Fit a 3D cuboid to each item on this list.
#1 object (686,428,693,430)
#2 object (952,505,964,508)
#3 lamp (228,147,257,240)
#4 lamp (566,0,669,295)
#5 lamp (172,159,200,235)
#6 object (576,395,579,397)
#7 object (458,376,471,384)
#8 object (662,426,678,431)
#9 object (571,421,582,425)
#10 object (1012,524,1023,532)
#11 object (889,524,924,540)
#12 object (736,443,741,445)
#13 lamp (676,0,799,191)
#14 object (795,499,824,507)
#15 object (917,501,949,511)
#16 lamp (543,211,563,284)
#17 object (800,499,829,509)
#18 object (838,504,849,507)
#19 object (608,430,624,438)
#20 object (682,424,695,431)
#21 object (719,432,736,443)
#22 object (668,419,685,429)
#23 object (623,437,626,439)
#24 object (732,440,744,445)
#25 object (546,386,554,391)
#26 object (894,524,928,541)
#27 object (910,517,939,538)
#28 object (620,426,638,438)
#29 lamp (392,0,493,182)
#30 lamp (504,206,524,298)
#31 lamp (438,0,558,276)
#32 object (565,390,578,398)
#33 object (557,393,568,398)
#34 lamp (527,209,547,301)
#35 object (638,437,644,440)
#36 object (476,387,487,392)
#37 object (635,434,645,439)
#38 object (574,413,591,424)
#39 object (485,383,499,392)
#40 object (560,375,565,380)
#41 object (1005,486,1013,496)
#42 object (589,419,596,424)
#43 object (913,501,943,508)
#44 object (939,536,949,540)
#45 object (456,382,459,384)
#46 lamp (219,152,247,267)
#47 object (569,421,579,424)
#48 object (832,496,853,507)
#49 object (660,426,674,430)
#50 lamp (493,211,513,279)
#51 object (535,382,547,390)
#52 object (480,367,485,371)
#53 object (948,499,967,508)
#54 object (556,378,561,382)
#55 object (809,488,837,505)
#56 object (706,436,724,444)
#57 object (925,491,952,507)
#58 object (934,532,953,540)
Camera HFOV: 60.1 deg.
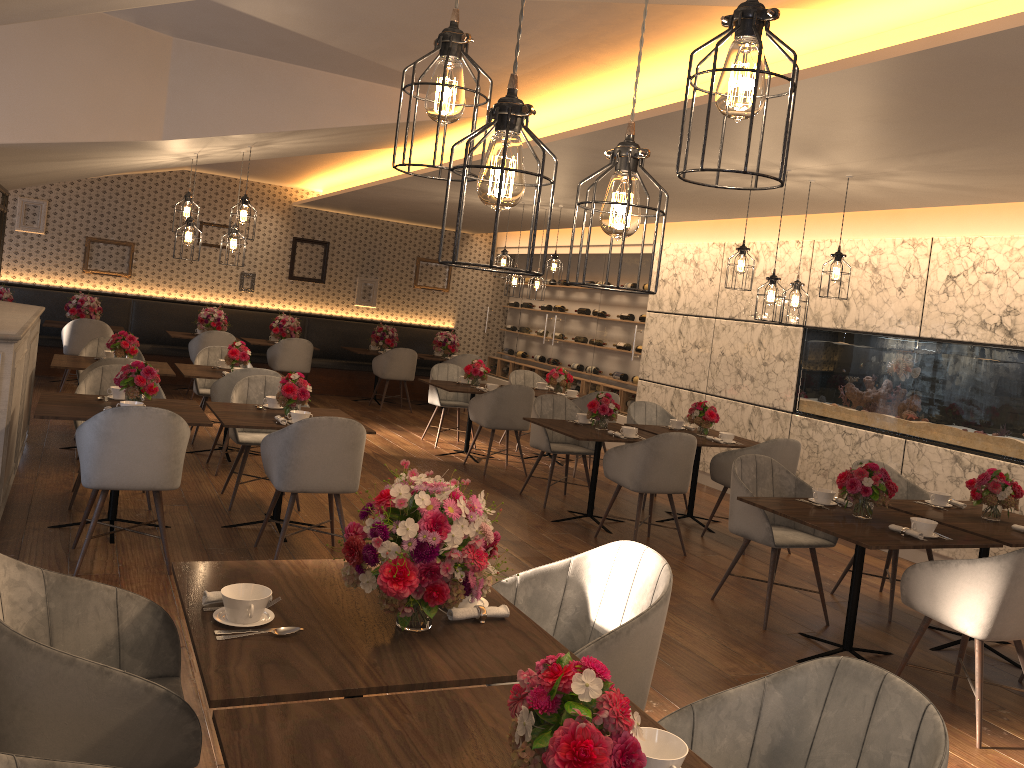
[{"bbox_3d":[1.471,0.374,7.541,0.025,0.024,0.193,5,5,-26],"label":"object"},{"bbox_3d":[2.581,0.707,5.227,0.025,0.024,0.193,5,5,-26],"label":"object"},{"bbox_3d":[-1.777,-2.045,6.177,0.174,2.067,0.176,6,2,-25],"label":"lamp"},{"bbox_3d":[0.324,-1.216,1.756,0.174,2.067,0.176,6,2,-25],"label":"lamp"},{"bbox_3d":[-2.296,-2.137,6.512,0.174,2.067,0.176,6,2,-25],"label":"lamp"},{"bbox_3d":[0.713,0.137,9.279,0.043,0.015,0.198,4,6,-30],"label":"object"},{"bbox_3d":[-0.493,-0.042,9.341,0.149,0.072,0.148,11,6,41],"label":"object"},{"bbox_3d":[1.336,0.375,7.457,0.022,0.004,0.212,5,5,-26],"label":"object"},{"bbox_3d":[0.514,0.311,7.056,0.022,0.004,0.212,5,5,-26],"label":"object"},{"bbox_3d":[2.699,0.767,4.619,0.056,0.039,0.176,5,5,-26],"label":"object"},{"bbox_3d":[1.878,0.702,4.218,0.056,0.039,0.176,5,5,-26],"label":"object"},{"bbox_3d":[1.747,0.461,7.041,0.022,0.004,0.212,5,5,-26],"label":"object"},{"bbox_3d":[0.488,-1.365,1.456,0.174,2.067,0.176,6,2,-25],"label":"lamp"},{"bbox_3d":[1.590,0.635,4.732,0.043,0.015,0.198,4,6,-30],"label":"object"},{"bbox_3d":[2.446,0.709,5.144,0.022,0.004,0.212,5,5,-26],"label":"object"},{"bbox_3d":[0.534,-2.063,9.025,0.174,2.067,0.176,6,2,-25],"label":"lamp"},{"bbox_3d":[1.624,0.644,4.742,0.022,0.004,0.212,5,5,-26],"label":"object"},{"bbox_3d":[1.759,0.643,4.825,0.025,0.024,0.193,5,5,-26],"label":"object"},{"bbox_3d":[0.768,0.369,6.531,0.056,0.039,0.176,5,5,-26],"label":"object"},{"bbox_3d":[1.498,0.368,7.565,0.056,0.039,0.176,5,5,-26],"label":"object"},{"bbox_3d":[1.693,0.425,6.983,0.149,0.072,0.148,11,6,41],"label":"object"},{"bbox_3d":[1.398,0.343,7.514,0.149,0.072,0.148,11,6,41],"label":"object"},{"bbox_3d":[0.793,0.377,6.555,0.025,0.024,0.193,5,5,-26],"label":"object"},{"bbox_3d":[1.782,0.458,7.050,0.043,0.015,0.198,4,6,-30],"label":"object"},{"bbox_3d":[0.429,0.047,9.793,0.056,0.039,0.176,5,5,-26],"label":"object"},{"bbox_3d":[1.903,0.711,4.241,0.025,0.024,0.193,5,5,-26],"label":"object"},{"bbox_3d":[1.981,0.694,4.267,0.148,0.072,0.148,8,4,16],"label":"object"},{"bbox_3d":[0.871,0.360,6.581,0.149,0.072,0.148,11,6,41],"label":"object"},{"bbox_3d":[-0.031,-1.457,1.791,0.174,2.067,0.176,6,2,-25],"label":"lamp"},{"bbox_3d":[0.133,-1.920,9.070,0.174,2.067,0.176,6,2,-25],"label":"lamp"},{"bbox_3d":[0.087,-1.222,1.501,0.174,2.067,0.176,6,2,-25],"label":"lamp"},{"bbox_3d":[0.624,0.103,9.211,0.149,0.072,0.148,11,6,41],"label":"object"},{"bbox_3d":[0.520,0.112,9.162,0.056,0.039,0.176,5,5,-26],"label":"object"},{"bbox_3d":[0.369,-1.914,9.326,0.174,2.067,0.176,6,2,-25],"label":"lamp"},{"bbox_3d":[0.926,0.397,6.639,0.022,0.004,0.212,5,5,-26],"label":"object"},{"bbox_3d":[-0.302,0.048,8.760,0.056,0.039,0.176,5,5,-26],"label":"object"},{"bbox_3d":[0.961,0.394,6.648,0.043,0.015,0.198,4,6,-30],"label":"object"},{"bbox_3d":[0.577,0.279,7.112,0.149,0.072,0.148,11,6,41],"label":"object"},{"bbox_3d":[-0.198,0.039,8.809,0.149,0.072,0.148,11,6,41],"label":"object"},{"bbox_3d":[0.519,-0.072,9.399,0.077,0.052,0.048,10,5,43],"label":"object"},{"bbox_3d":[2.698,0.581,4.857,0.077,0.052,0.048,10,5,43],"label":"object"},{"bbox_3d":[0.676,0.304,7.163,0.056,0.039,0.176,5,5,-26],"label":"object"},{"bbox_3d":[2.412,0.700,5.134,0.043,0.015,0.198,4,6,-30],"label":"object"},{"bbox_3d":[2.036,0.730,4.326,0.022,0.004,0.212,5,5,-26],"label":"object"},{"bbox_3d":[-0.589,-0.019,9.275,0.043,0.015,0.198,4,6,-30],"label":"object"},{"bbox_3d":[-1.941,-1.896,6.478,0.174,2.067,0.176,6,2,-25],"label":"lamp"},{"bbox_3d":[0.480,0.302,7.046,0.043,0.015,0.198,4,6,-30],"label":"object"},{"bbox_3d":[1.786,0.637,4.849,0.056,0.039,0.176,5,5,-26],"label":"object"},{"bbox_3d":[1.309,0.367,7.451,0.043,0.015,0.198,5,5,-22],"label":"object"},{"bbox_3d":[0.014,-2.154,9.360,0.174,2.067,0.176,6,2,-25],"label":"lamp"},{"bbox_3d":[0.329,0.022,9.743,0.149,0.072,0.148,11,6,41],"label":"object"},{"bbox_3d":[-0.321,-0.149,9.023,0.077,0.052,0.045,9,4,26],"label":"object"},{"bbox_3d":[2.608,0.701,5.251,0.056,0.039,0.176,5,5,-26],"label":"object"},{"bbox_3d":[0.489,-0.045,9.401,0.049,0.052,0.078,6,4,-16],"label":"object"},{"bbox_3d":[1.687,0.612,4.799,0.148,0.072,0.148,8,4,16],"label":"object"},{"bbox_3d":[1.589,0.433,6.933,0.056,0.039,0.176,5,5,-26],"label":"object"},{"bbox_3d":[2.508,0.676,5.200,0.148,0.072,0.148,8,4,16],"label":"object"},{"bbox_3d":[2.071,0.728,4.335,0.043,0.015,0.198,4,6,-30],"label":"object"}]
